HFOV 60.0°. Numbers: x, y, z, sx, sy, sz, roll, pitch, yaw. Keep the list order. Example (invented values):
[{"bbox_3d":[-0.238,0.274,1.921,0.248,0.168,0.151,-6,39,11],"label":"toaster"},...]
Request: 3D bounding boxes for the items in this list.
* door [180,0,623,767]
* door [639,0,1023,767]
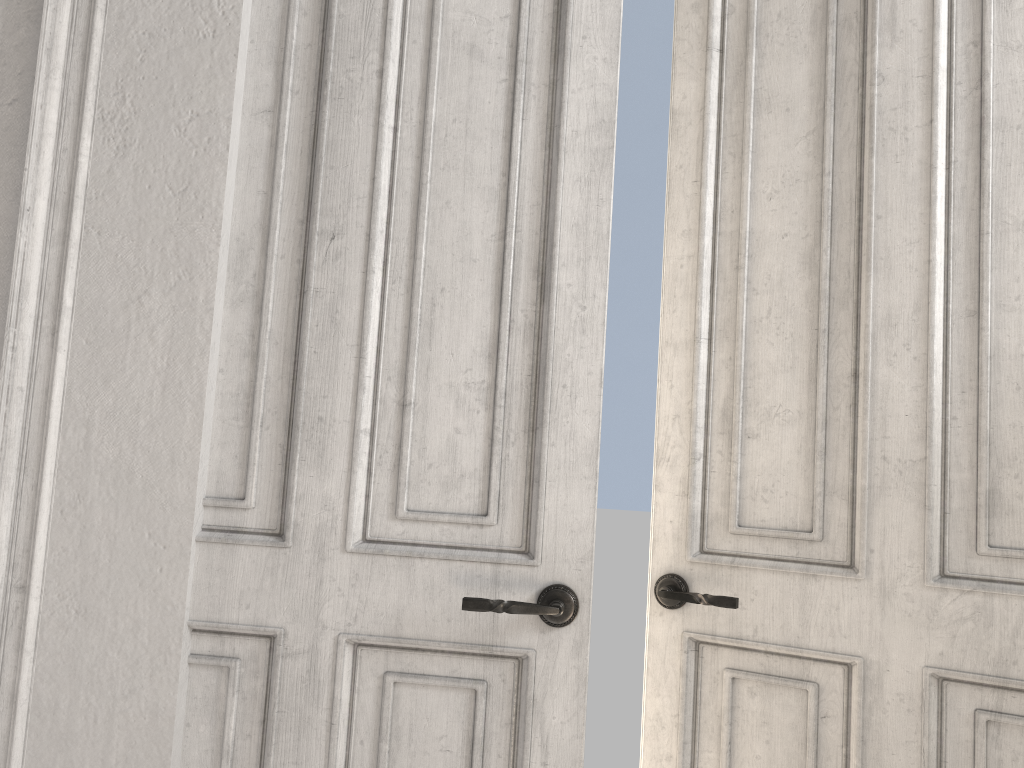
[{"bbox_3d":[-0.364,-0.023,1.801,1.097,2.812,0.216,3,-6,8],"label":"door"},{"bbox_3d":[0.808,0.052,1.824,1.097,2.812,0.216,0,-7,32],"label":"door"}]
